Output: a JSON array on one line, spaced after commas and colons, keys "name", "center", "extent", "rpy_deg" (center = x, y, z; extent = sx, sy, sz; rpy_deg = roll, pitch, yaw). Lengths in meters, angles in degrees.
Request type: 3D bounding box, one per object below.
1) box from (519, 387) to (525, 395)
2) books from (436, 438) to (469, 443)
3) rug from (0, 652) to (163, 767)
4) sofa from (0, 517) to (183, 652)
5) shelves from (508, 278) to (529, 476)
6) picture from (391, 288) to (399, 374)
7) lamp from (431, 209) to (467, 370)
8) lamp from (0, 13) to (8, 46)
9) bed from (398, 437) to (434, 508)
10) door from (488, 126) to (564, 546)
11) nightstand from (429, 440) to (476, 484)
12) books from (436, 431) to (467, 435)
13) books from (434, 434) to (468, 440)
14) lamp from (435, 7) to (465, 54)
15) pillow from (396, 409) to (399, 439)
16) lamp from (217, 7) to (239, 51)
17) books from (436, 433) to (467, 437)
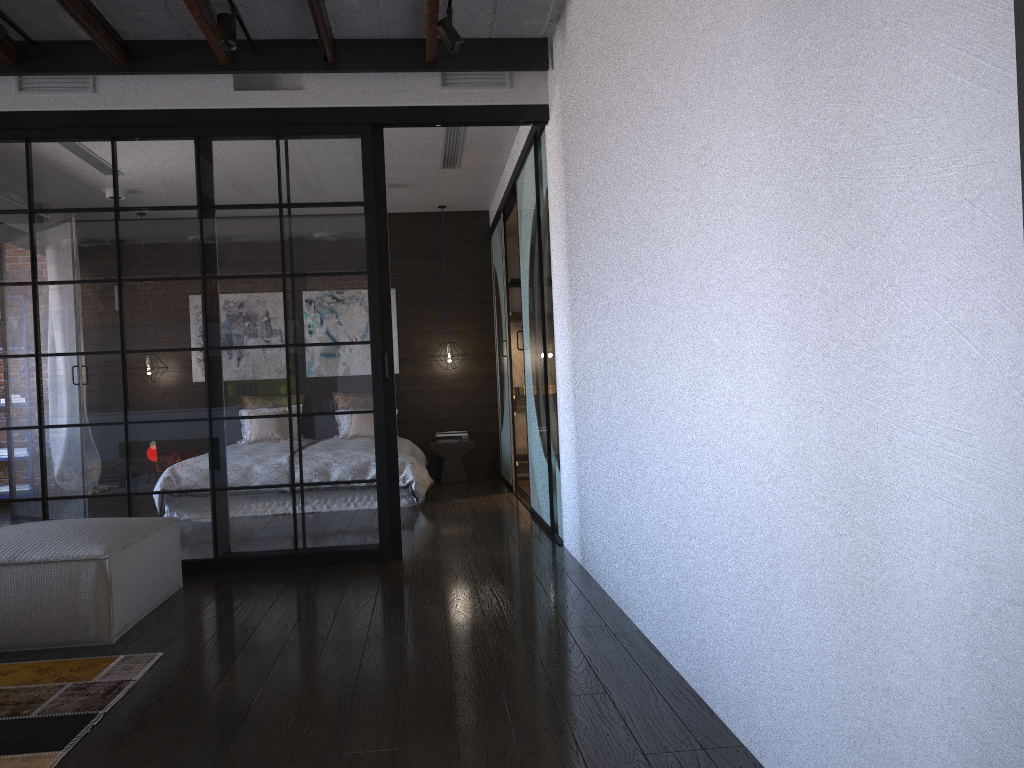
[{"name": "box", "center": [0.239, 0.063, 8.832], "extent": [0.295, 0.083, 0.401], "rpy_deg": [-3, 0, -6]}, {"name": "books", "center": [-0.592, 0.556, 8.805], "extent": [0.316, 0.028, 0.259], "rpy_deg": [-3, 0, -6]}, {"name": "rug", "center": [-2.362, 1.024, 2.401], "extent": [2.364, 0.013, 1.432], "rpy_deg": [-3, 0, -6]}, {"name": "sofa", "center": [-3.135, 0.740, 3.057], "extent": [3.300, 0.697, 2.536], "rpy_deg": [-3, 0, -6]}, {"name": "shelves", "center": [1.462, -0.191, 7.206], "extent": [2.655, 2.129, 4.059], "rpy_deg": [-3, 0, -6]}, {"name": "picture", "center": [-1.621, -0.517, 8.937], "extent": [0.923, 0.864, 0.008], "rpy_deg": [-3, 0, -6]}, {"name": "lamp", "center": [-0.653, -0.941, 8.776], "extent": [0.348, 1.592, 0.348], "rpy_deg": [-3, 0, -13]}, {"name": "lamp", "center": [-2.322, -1.576, 3.966], "extent": [0.082, 0.207, 0.159], "rpy_deg": [-3, 0, -6]}, {"name": "bed", "center": [-1.816, 0.769, 7.873], "extent": [2.232, 0.509, 2.122], "rpy_deg": [-3, 0, -7]}, {"name": "door", "center": [0.044, -0.283, 7.030], "extent": [0.138, 2.593, 4.185], "rpy_deg": [-3, 0, -6]}, {"name": "nightstand", "center": [-0.589, 0.769, 8.805], "extent": [0.456, 0.400, 0.300], "rpy_deg": [-3, 0, -6]}, {"name": "books", "center": [-0.599, 0.484, 8.807], "extent": [0.307, 0.014, 0.247], "rpy_deg": [-3, 0, -4]}, {"name": "books", "center": [-0.606, 0.525, 8.800], "extent": [0.293, 0.034, 0.233], "rpy_deg": [-3, 0, 10]}, {"name": "lamp", "center": [-0.297, -1.665, 4.180], "extent": [0.146, 0.210, 0.093], "rpy_deg": [-3, 0, -10]}, {"name": "pillow", "center": [-1.417, 0.390, 8.653], "extent": [0.621, 0.303, 0.360], "rpy_deg": [-3, 0, -9]}, {"name": "lamp", "center": [-1.294, -1.634, 4.068], "extent": [0.114, 0.184, 0.082], "rpy_deg": [-3, 0, -41]}, {"name": "books", "center": [-0.600, 0.500, 8.798], "extent": [0.303, 0.017, 0.229], "rpy_deg": [-3, 0, -8]}]
